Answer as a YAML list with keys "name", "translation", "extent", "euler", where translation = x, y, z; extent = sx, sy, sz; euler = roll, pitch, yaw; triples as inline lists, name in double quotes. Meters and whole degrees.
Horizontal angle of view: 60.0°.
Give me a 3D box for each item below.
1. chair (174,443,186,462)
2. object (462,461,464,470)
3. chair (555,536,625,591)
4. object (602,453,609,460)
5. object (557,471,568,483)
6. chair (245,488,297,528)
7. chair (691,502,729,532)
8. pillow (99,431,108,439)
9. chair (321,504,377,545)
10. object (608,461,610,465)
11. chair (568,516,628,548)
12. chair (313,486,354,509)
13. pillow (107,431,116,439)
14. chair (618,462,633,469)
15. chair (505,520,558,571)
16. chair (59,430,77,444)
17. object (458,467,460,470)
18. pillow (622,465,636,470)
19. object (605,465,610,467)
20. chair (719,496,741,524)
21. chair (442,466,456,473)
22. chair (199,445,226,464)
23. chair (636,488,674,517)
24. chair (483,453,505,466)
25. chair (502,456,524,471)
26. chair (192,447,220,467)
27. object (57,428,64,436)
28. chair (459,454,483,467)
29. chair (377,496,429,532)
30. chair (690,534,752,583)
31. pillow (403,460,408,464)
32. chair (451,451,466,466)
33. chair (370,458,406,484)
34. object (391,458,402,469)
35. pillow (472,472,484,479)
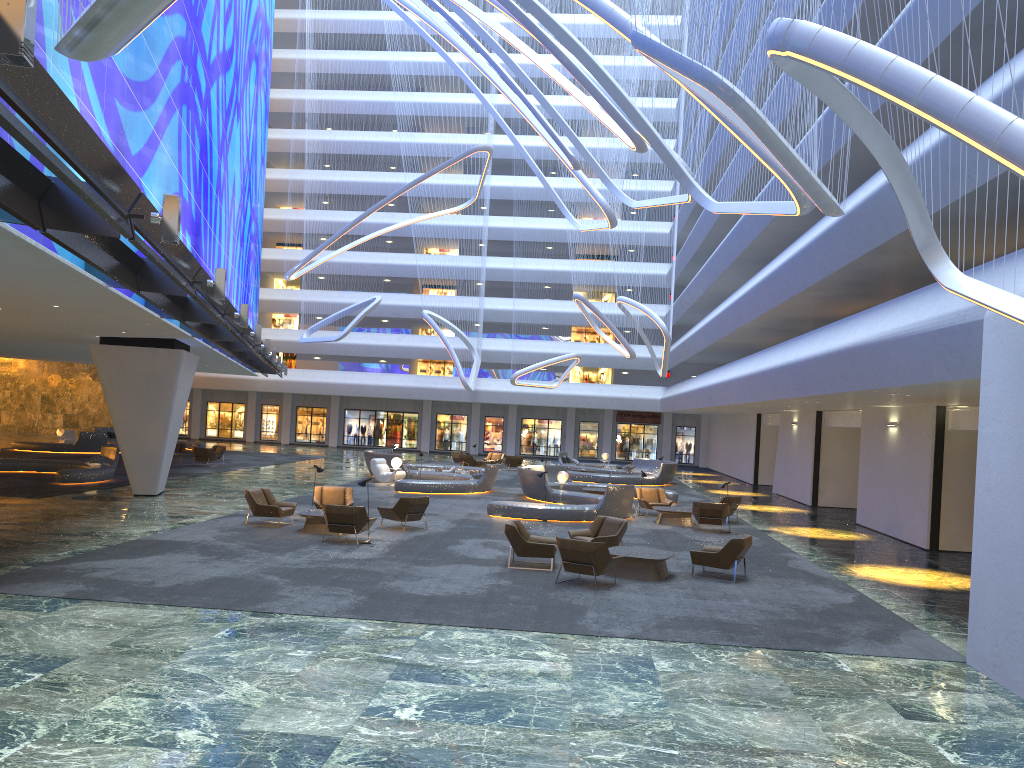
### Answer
- name: "chair"
  translation: [-14.476, 2.922, 37.979]
  extent: [0.930, 0.766, 0.938]
  euler: [4, -1, -22]
- name: "object"
  translation: [-1.995, 3.299, 35.991]
  extent: [0.066, 0.355, 0.076]
  euler: [3, 0, -28]
- name: "chair"
  translation: [1.217, 2.857, 14.306]
  extent: [0.929, 0.766, 0.940]
  euler: [2, -2, 32]
- name: "object"
  translation: [4.994, 3.880, 47.480]
  extent: [0.367, 0.387, 0.318]
  euler: [3, -1, -13]
- name: "object"
  translation: [1.630, 2.981, 28.392]
  extent: [0.366, 0.387, 0.318]
  euler: [3, -1, 12]
- name: "chair"
  translation: [-5.314, 2.707, 19.444]
  extent: [0.938, 0.766, 0.930]
  euler: [3, -1, 13]
- name: "chair"
  translation: [5.026, 3.363, 22.496]
  extent: [0.929, 0.766, 0.939]
  euler: [3, -1, 11]
- name: "pillow"
  translation: [-21.117, 2.637, 45.752]
  extent: [0.281, 0.416, 0.759]
  euler: [3, -2, -2]
- name: "chair"
  translation: [-3.251, 2.743, 17.518]
  extent: [0.929, 0.766, 0.939]
  euler: [3, -1, 11]
- name: "object"
  translation: [4.885, 4.040, 44.857]
  extent: [0.131, 0.252, 0.103]
  euler: [3, 0, -12]
- name: "chair"
  translation: [1.697, 2.991, 17.216]
  extent: [0.939, 0.766, 0.929]
  euler: [4, -2, -34]
- name: "chair"
  translation: [-4.185, 2.815, 20.737]
  extent: [0.930, 0.766, 0.939]
  euler: [3, -1, -12]
- name: "pillow"
  translation: [-20.989, 2.683, 46.669]
  extent: [0.315, 0.386, 0.785]
  euler: [3, -2, 21]
- name: "chair"
  translation: [5.800, 4.182, 43.293]
  extent: [0.938, 0.766, 0.930]
  euler: [2, -2, 38]
- name: "chair"
  translation: [0.350, 2.867, 15.788]
  extent: [0.938, 0.766, 0.930]
  euler: [3, -1, 7]
- name: "chair"
  translation: [-21.504, 2.685, 43.034]
  extent: [0.729, 0.882, 1.156]
  euler: [4, -2, -41]
- name: "object"
  translation: [-2.131, 3.408, 35.911]
  extent: [0.071, 0.118, 0.151]
  euler: [3, -1, 15]
- name: "pillow"
  translation: [5.550, 3.943, 41.955]
  extent: [0.693, 0.262, 0.877]
  euler: [4, -2, -33]
- name: "object"
  translation: [4.917, 4.153, 44.893]
  extent: [0.381, 0.038, 0.381]
  euler: [3, -2, -4]
- name: "chair"
  translation: [5.872, 3.497, 24.888]
  extent: [0.938, 0.766, 0.930]
  euler: [2, -2, 38]
- name: "chair"
  translation: [-3.066, 3.580, 36.083]
  extent: [1.786, 0.501, 0.585]
  euler: [4, -2, -31]
- name: "chair"
  translation: [-12.771, 3.004, 37.793]
  extent: [0.929, 0.766, 0.940]
  euler: [2, -2, 43]
- name: "chair"
  translation: [4.092, 3.434, 25.715]
  extent: [0.930, 0.766, 0.939]
  euler: [3, -1, -12]
- name: "chair"
  translation: [-0.909, 3.901, 45.173]
  extent: [0.929, 0.766, 0.940]
  euler: [2, -1, 23]
- name: "chair"
  translation: [0.070, 3.889, 43.471]
  extent: [0.930, 0.766, 0.939]
  euler: [3, -1, -17]
- name: "chair"
  translation: [-12.427, 2.950, 35.859]
  extent: [0.929, 0.766, 0.939]
  euler: [3, -1, 3]
- name: "object"
  translation: [-21.467, 2.286, 42.125]
  extent: [0.366, 0.387, 0.318]
  euler: [3, -1, 12]
- name: "chair"
  translation: [-1.997, 3.725, 42.004]
  extent: [0.940, 0.766, 0.929]
  euler: [4, -2, -44]
- name: "chair"
  translation: [-2.405, 2.877, 19.910]
  extent: [0.938, 0.766, 0.930]
  euler: [2, -2, 38]
- name: "chair"
  translation: [3.694, 3.037, 15.656]
  extent: [0.938, 0.766, 0.930]
  euler: [2, -2, 29]
- name: "pillow"
  translation: [-4.693, 3.303, 37.486]
  extent: [0.444, 0.207, 0.444]
  euler: [4, -2, -34]
- name: "chair"
  translation: [-2.577, 3.799, 44.768]
  extent: [0.930, 0.766, 0.938]
  euler: [4, -2, -42]
- name: "chair"
  translation: [-4.494, 3.168, 32.142]
  extent: [1.156, 0.882, 0.729]
  euler: [2, -1, 24]
- name: "object"
  translation: [-4.074, 2.792, 31.326]
  extent: [0.367, 0.387, 0.318]
  euler: [3, -1, -13]
- name: "pillow"
  translation: [-0.964, 3.180, 30.692]
  extent: [0.692, 0.262, 0.878]
  euler: [3, -2, 13]
